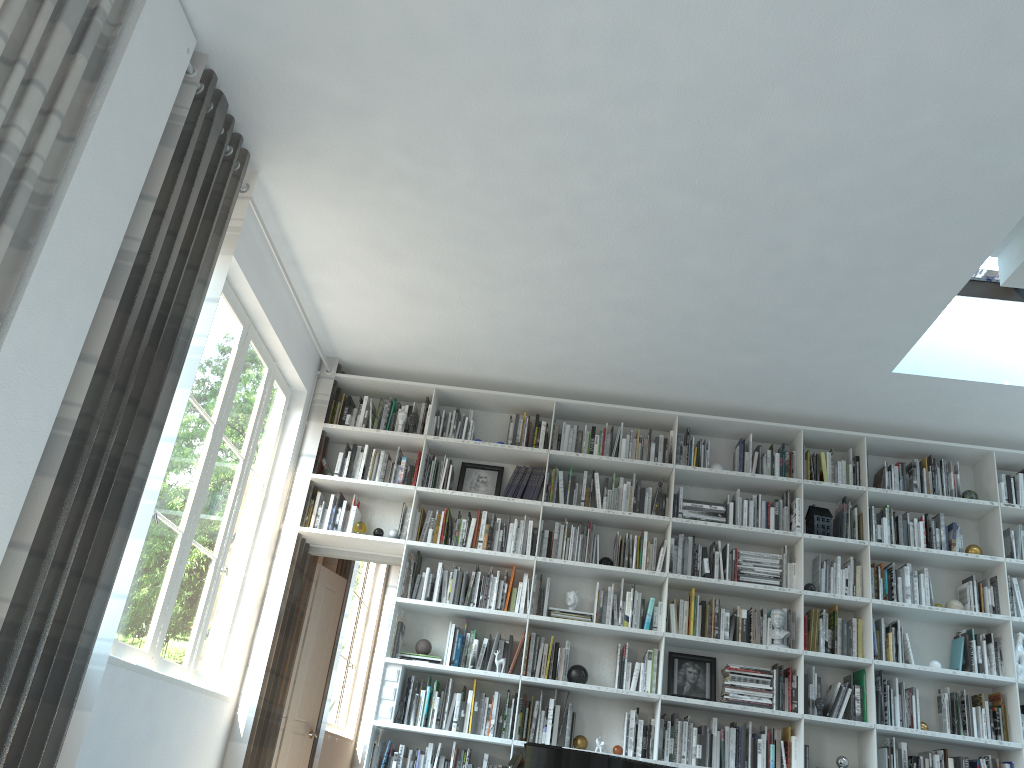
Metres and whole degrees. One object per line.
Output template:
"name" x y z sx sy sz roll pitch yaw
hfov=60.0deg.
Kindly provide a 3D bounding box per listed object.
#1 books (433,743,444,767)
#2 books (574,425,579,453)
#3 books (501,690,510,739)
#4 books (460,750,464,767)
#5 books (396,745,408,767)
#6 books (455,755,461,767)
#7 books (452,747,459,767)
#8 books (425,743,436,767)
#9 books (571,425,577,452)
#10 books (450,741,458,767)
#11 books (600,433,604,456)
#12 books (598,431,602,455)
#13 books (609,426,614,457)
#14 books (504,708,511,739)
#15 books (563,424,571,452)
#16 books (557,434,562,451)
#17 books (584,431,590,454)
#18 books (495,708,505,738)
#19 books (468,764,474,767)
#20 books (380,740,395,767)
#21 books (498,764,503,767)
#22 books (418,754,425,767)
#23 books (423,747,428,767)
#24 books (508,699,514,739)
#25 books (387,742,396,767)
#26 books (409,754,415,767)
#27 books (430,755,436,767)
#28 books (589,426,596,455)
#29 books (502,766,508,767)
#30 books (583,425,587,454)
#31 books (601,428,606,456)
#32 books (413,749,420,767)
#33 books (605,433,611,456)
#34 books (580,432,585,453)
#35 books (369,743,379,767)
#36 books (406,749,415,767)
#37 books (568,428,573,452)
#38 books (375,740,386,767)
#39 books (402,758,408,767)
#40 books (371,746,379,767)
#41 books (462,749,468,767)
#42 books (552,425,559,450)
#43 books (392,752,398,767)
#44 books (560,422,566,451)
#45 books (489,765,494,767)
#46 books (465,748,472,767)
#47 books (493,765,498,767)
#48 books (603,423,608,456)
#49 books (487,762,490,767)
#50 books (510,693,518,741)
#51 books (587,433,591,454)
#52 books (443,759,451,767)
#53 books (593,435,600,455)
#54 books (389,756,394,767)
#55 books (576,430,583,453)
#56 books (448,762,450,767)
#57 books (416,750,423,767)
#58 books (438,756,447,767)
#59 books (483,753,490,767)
"books" -0.460 2.319 5.321 0.039 0.306 0.173 6 -25 4
"books" 0.444 0.435 6.176 0.012 0.248 0.175 6 -25 4
"books" -0.037 2.034 5.439 0.014 0.285 0.180 6 -25 4
"books" -0.311 2.357 5.328 0.013 0.283 0.139 6 -25 4
"books" -0.672 2.316 5.331 0.029 0.265 0.172 6 -25 4
"books" -0.334 2.367 5.321 0.029 0.253 0.153 6 -25 4
"books" -0.351 2.339 5.315 0.012 0.294 0.177 6 -25 4
"books" -0.505 2.325 5.339 0.027 0.298 0.143 6 -25 4
"books" 0.427 0.434 6.182 0.023 0.250 0.171 6 -25 4
"books" -0.362 2.320 5.314 0.014 0.324 0.171 6 -25 4
"books" 0.614 0.469 6.156 0.011 0.215 0.161 6 -25 4
"books" 0.604 0.463 6.168 0.013 0.233 0.155 6 -25 4
"books" 0.682 0.449 6.164 0.013 0.275 0.165 6 -25 4
"books" -0.024 2.095 5.447 0.023 0.186 0.131 6 -25 4
"books" 0.377 0.427 6.187 0.031 0.253 0.146 6 -25 4
"books" 0.324 0.458 6.184 0.024 0.182 0.134 6 -25 4
"books" 0.515 0.462 6.194 0.025 0.233 0.130 6 -25 4
"books" -0.071 2.087 5.437 0.041 0.180 0.142 6 -25 4
"books" -0.245 2.389 5.296 0.059 0.215 0.178 6 -25 4
"books" -0.768 2.295 5.337 0.052 0.282 0.173 6 -25 4
"books" -0.084 2.403 5.299 0.026 0.234 0.141 6 -25 4
"books" -0.550 2.347 5.317 0.028 0.228 0.158 6 -25 4
"books" -0.526 2.338 5.341 0.013 0.272 0.146 6 -25 4
"books" -0.005 2.062 5.433 0.010 0.239 0.175 6 -25 4
"books" -0.737 2.311 5.351 0.010 0.272 0.151 6 -25 4
"books" -0.600 2.340 5.309 0.028 0.222 0.190 6 -25 4
"books" -0.490 2.359 5.326 0.012 0.231 0.149 6 -25 4
"books" 0.556 0.447 6.189 0.028 0.266 0.152 6 -25 4
"books" -0.057 2.405 5.288 0.030 0.229 0.152 6 -25 4
"books" 0.500 0.436 6.178 0.010 0.263 0.161 6 -25 4
"books" 0.629 0.455 6.163 0.013 0.250 0.184 6 -25 4
"books" -0.578 2.328 5.317 0.013 0.255 0.190 6 -25 4
"books" 0.659 0.471 6.170 0.029 0.234 0.130 6 -25 4
"books" 0.484 0.459 6.165 0.014 0.206 0.167 6 -25 4
"books" -0.840 2.309 5.355 0.012 0.253 0.161 6 -25 4
"books" -0.622 2.340 5.347 0.022 0.247 0.134 6 -25 4
"books" 0.402 0.444 6.174 0.023 0.219 0.182 6 -25 4
"books" -0.800 2.291 5.330 0.011 0.275 0.190 6 -25 4
"books" -0.649 2.358 5.335 0.025 0.199 0.137 6 -25 4
"books" -0.821 2.312 5.338 0.029 0.238 0.155 6 -25 4
"books" -0.293 2.351 5.317 0.022 0.289 0.138 6 -25 4
"books" 0.301 0.424 6.184 0.029 0.236 0.157 6 -25 4
"books" -0.701 2.331 5.318 0.022 0.219 0.188 6 -25 4
"books" 0.353 0.422 6.211 0.021 0.277 0.141 6 -25 4
"books" -0.135 2.404 5.306 0.030 0.226 0.141 6 -25 4
"books" -0.275 2.346 5.314 0.013 0.299 0.173 6 -25 4
"books" -0.109 2.389 5.266 0.023 0.227 0.191 6 -25 4
"books" 0.644 0.436 6.174 0.010 0.297 0.151 6 -25 4
"books" -0.155 2.381 5.279 0.011 0.238 0.175 6 -25 4
"books" 0.015 2.055 5.460 0.024 0.279 0.136 6 -25 4
"books" 0.532 0.469 6.181 0.012 0.215 0.151 6 -25 4
"books" -0.402 2.371 5.315 0.028 0.223 0.135 6 -25 4
"books" 0.580 0.477 6.166 0.030 0.200 0.152 6 -25 4
"books" -0.725 2.348 5.335 0.024 0.197 0.149 6 -25 4
"books" 0.462 0.451 6.155 0.029 0.207 0.179 6 -25 4
"books" -0.383 2.380 5.310 0.013 0.208 0.155 6 -25 4
"books" -0.567 2.329 5.311 0.010 0.251 0.178 6 -25 4
"books" -0.430 2.363 5.324 0.031 0.237 0.132 6 -25 4
"books" -0.169 2.369 5.314 0.025 0.286 0.131 6 -25 4
